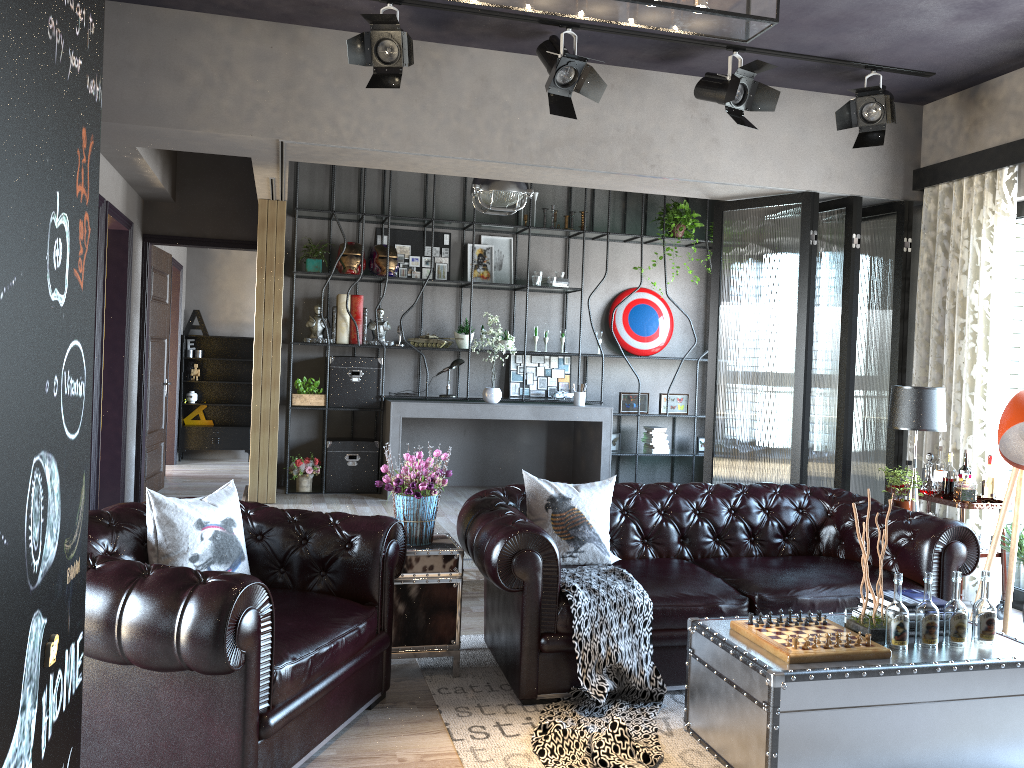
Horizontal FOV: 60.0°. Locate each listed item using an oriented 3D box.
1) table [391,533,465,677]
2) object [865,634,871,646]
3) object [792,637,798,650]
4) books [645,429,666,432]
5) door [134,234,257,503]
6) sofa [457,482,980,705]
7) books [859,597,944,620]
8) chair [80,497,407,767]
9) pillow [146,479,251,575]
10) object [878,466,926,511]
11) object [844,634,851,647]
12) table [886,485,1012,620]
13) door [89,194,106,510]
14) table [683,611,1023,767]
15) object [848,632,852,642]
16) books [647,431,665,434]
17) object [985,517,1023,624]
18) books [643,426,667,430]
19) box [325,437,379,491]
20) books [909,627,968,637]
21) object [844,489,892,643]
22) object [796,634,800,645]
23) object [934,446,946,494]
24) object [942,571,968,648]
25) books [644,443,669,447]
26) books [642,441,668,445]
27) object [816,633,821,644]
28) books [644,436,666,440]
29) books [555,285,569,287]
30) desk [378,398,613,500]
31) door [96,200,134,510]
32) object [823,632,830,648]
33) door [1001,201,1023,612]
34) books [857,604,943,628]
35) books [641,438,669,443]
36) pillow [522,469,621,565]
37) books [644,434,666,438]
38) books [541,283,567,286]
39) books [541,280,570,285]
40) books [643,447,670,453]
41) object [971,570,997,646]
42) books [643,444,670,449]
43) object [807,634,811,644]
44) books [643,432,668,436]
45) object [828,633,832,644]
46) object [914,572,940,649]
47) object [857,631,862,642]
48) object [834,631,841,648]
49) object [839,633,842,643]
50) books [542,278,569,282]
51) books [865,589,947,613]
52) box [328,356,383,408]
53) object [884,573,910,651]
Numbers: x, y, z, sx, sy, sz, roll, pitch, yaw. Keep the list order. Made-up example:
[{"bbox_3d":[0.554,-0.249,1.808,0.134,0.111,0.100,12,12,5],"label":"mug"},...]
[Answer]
[{"bbox_3d":[-0.479,1.063,4.301,0.417,0.609,0.405,2,1,-15],"label":"table"},{"bbox_3d":[1.323,0.950,3.295,0.019,0.040,0.019,2,1,-11],"label":"object"},{"bbox_3d":[1.026,0.941,3.218,0.019,0.040,0.019,2,1,-11],"label":"object"},{"bbox_3d":[1.487,0.479,9.201,0.155,0.020,0.205,2,2,-15],"label":"books"},{"bbox_3d":[-3.090,-0.131,8.950,1.149,2.543,1.129,2,1,-15],"label":"door"},{"bbox_3d":[0.980,0.995,4.682,2.565,0.838,1.240,2,1,-15],"label":"sofa"},{"bbox_3d":[1.652,0.932,3.695,0.282,0.026,0.266,2,2,-12],"label":"books"},{"bbox_3d":[-1.242,0.938,3.498,1.245,0.845,1.493,3,1,15],"label":"chair"},{"bbox_3d":[-1.277,0.648,3.654,0.290,0.502,0.541,3,1,23],"label":"pillow"},{"bbox_3d":[2.327,0.664,5.316,0.270,0.363,0.297,3,1,30],"label":"object"},{"bbox_3d":[1.239,0.944,3.272,0.022,0.047,0.022,2,1,17],"label":"object"},{"bbox_3d":[2.842,1.088,5.825,0.438,0.732,0.803,2,1,-19],"label":"table"},{"bbox_3d":[-2.934,-0.041,5.846,0.219,2.539,1.003,2,1,-15],"label":"door"},{"bbox_3d":[1.397,1.227,3.508,1.254,0.469,0.684,2,1,-15],"label":"table"},{"bbox_3d":[1.266,0.949,3.326,0.017,0.037,0.017,2,1,-21],"label":"object"},{"bbox_3d":[1.490,0.500,9.188,0.162,0.023,0.231,2,2,1],"label":"books"},{"bbox_3d":[2.988,1.066,5.043,0.577,0.825,0.621,3,1,25],"label":"object"},{"bbox_3d":[1.481,0.457,9.193,0.159,0.024,0.201,2,2,-25],"label":"books"},{"bbox_3d":[-1.536,0.760,8.463,0.489,0.481,0.374,2,1,-15],"label":"box"},{"bbox_3d":[1.650,0.989,3.696,0.324,0.035,0.306,2,2,-15],"label":"books"},{"bbox_3d":[1.440,0.711,3.528,0.156,0.583,0.185,2,1,-15],"label":"object"},{"bbox_3d":[1.055,0.942,3.274,0.017,0.037,0.017,2,1,-21],"label":"object"},{"bbox_3d":[2.903,0.583,6.015,0.073,0.320,0.073,2,1,-24],"label":"object"},{"bbox_3d":[1.728,0.875,3.453,0.088,0.290,0.084,2,1,-9],"label":"object"},{"bbox_3d":[1.497,0.628,9.193,0.175,0.023,0.249,2,2,-14],"label":"books"},{"bbox_3d":[1.481,0.608,9.198,0.192,0.014,0.255,2,2,-12],"label":"books"},{"bbox_3d":[1.140,0.945,3.293,0.017,0.037,0.017,2,1,-21],"label":"object"},{"bbox_3d":[1.479,0.563,9.202,0.158,0.021,0.224,2,2,-15],"label":"books"},{"bbox_3d":[0.438,-0.979,9.035,0.179,0.034,0.243,1,2,-32],"label":"books"},{"bbox_3d":[-0.182,0.621,8.645,2.129,0.885,0.845,2,1,-15],"label":"desk"},{"bbox_3d":[-3.654,-0.097,6.867,1.098,2.543,1.150,2,1,-15],"label":"door"},{"bbox_3d":[1.155,0.937,3.249,0.025,0.055,0.025,3,1,30],"label":"object"},{"bbox_3d":[3.608,0.170,4.791,0.111,2.680,2.670,2,1,-15],"label":"door"},{"bbox_3d":[1.654,0.958,3.684,0.315,0.026,0.270,2,2,-14],"label":"books"},{"bbox_3d":[1.481,0.587,9.197,0.193,0.028,0.245,2,2,-20],"label":"books"},{"bbox_3d":[0.308,0.679,4.570,0.528,0.469,0.283,2,1,-12],"label":"pillow"},{"bbox_3d":[1.486,0.541,9.202,0.155,0.022,0.205,2,2,-20],"label":"books"},{"bbox_3d":[0.429,-1.008,9.037,0.166,0.024,0.227,1,2,-36],"label":"books"},{"bbox_3d":[0.442,-1.031,9.042,0.243,0.024,0.175,2,2,-19],"label":"books"},{"bbox_3d":[1.495,0.684,9.191,0.192,0.043,0.248,2,2,-15],"label":"books"},{"bbox_3d":[1.859,0.880,3.487,0.088,0.290,0.084,2,1,-9],"label":"object"},{"bbox_3d":[1.496,0.651,9.193,0.175,0.023,0.249,2,2,-19],"label":"books"},{"bbox_3d":[1.097,0.943,3.284,0.017,0.037,0.017,2,1,-21],"label":"object"},{"bbox_3d":[1.487,0.521,9.196,0.174,0.019,0.244,2,2,-15],"label":"books"},{"bbox_3d":[1.185,0.946,3.304,0.017,0.037,0.017,2,1,-21],"label":"object"},{"bbox_3d":[1.602,0.872,3.420,0.088,0.290,0.084,2,1,-9],"label":"object"},{"bbox_3d":[1.310,0.950,3.339,0.017,0.037,0.017,2,1,-21],"label":"object"},{"bbox_3d":[1.197,0.937,3.262,0.025,0.058,0.025,3,1,30],"label":"object"},{"bbox_3d":[1.226,0.948,3.315,0.017,0.037,0.017,2,1,-21],"label":"object"},{"bbox_3d":[0.436,-1.058,9.033,0.225,0.029,0.179,2,2,-23],"label":"books"},{"bbox_3d":[1.653,0.904,3.695,0.251,0.030,0.236,2,2,-13],"label":"books"},{"bbox_3d":[-1.506,-0.025,8.453,0.489,0.481,0.374,2,1,-15],"label":"box"},{"bbox_3d":[1.471,0.867,3.386,0.088,0.290,0.084,2,1,-9],"label":"object"}]
